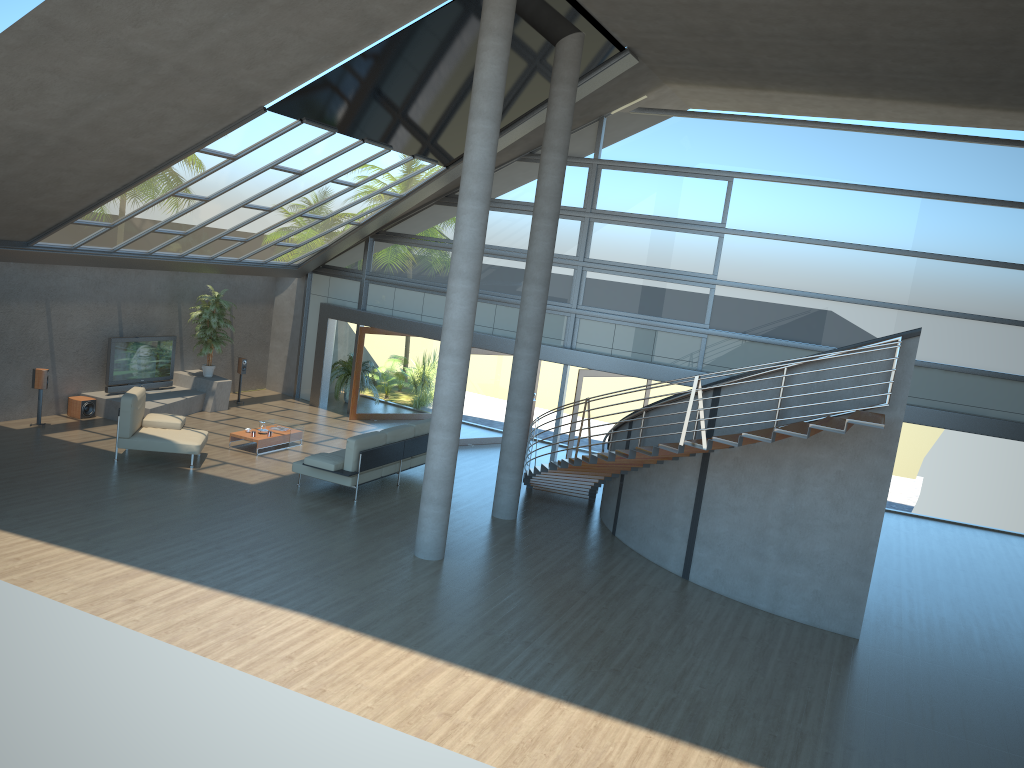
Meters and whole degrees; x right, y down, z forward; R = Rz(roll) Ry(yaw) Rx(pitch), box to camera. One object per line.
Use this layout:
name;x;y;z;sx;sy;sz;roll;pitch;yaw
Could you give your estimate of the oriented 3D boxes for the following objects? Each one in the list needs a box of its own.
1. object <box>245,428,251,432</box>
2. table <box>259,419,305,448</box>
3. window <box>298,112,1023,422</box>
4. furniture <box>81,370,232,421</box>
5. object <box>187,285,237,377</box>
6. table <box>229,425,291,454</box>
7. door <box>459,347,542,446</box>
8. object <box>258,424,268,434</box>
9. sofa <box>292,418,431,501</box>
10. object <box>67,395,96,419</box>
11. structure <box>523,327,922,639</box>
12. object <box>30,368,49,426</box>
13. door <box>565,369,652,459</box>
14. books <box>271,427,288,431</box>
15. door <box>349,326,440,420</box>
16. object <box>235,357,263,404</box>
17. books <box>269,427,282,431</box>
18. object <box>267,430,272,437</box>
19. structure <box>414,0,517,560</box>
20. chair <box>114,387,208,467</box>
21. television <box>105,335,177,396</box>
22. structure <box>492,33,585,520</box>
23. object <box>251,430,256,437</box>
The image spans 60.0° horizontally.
object;-4.517;0.784;15.191;0.102;0.086;0.100;12;9;26
table;-4.100;0.874;15.777;0.680;0.342;0.400;11;9;22
window;2.964;-1.438;16.409;16.616;6.630;1.098;11;9;20
furniture;-6.494;0.243;17.056;1.577;0.610;2.936;11;9;22
object;-6.037;-1.061;17.809;0.932;1.857;0.895;5;8;-19
table;-4.266;0.957;15.418;0.600;0.250;1.200;11;9;22
door;-0.326;0.254;17.986;2.298;1.977;0.200;0;11;-44
object;-4.276;0.772;15.235;0.178;0.161;0.178;4;9;-26
sofa;-2.240;1.066;14.250;1.166;0.947;3.079;11;9;22
object;-7.656;0.407;15.728;0.425;0.323;0.362;11;9;22
structure;1.978;0.599;11.812;2.349;3.653;6.809;3;9;-29
object;-7.794;0.224;14.621;0.234;0.959;0.171;6;8;-12
door;1.882;0.695;17.008;0.200;1.977;2.298;15;11;43
books;-4.118;0.796;15.752;0.275;0.005;0.189;9;8;6
door;-2.375;-0.195;19.163;2.298;1.977;0.200;1;10;-38
object;-8.192;-0.174;17.133;7.863;0.982;21.345;12;9;25
books;-4.154;0.801;15.713;0.275;0.005;0.189;8;8;3
object;-4.121;0.843;15.103;0.085;0.101;0.070;1;10;-39
structure;-0.556;-1.356;10.603;0.381;7.125;0.382;11;9;22
chair;-5.401;0.642;13.820;1.244;1.023;1.217;6;8;-12
television;-6.973;-0.365;16.710;0.396;1.063;1.568;11;9;22
structure;0.363;-1.531;12.733;0.381;7.125;0.382;4;9;-24
object;-4.356;0.835;14.933;0.085;0.101;0.070;11;9;21
